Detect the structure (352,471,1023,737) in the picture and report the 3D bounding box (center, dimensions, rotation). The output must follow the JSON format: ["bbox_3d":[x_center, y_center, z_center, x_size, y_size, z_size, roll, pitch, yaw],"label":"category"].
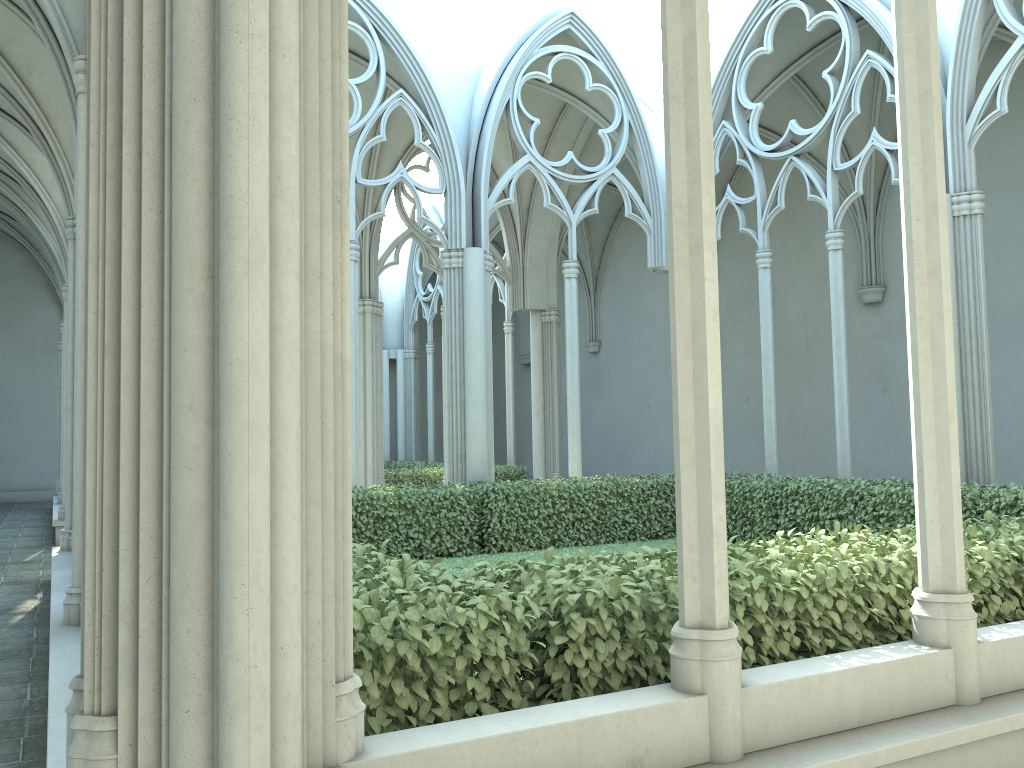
[{"bbox_3d":[1.037,1.454,8.116,7.995,0.963,8.018,1,-4,-27],"label":"structure"}]

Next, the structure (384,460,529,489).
[{"bbox_3d":[-4.939,2.294,19.704,7.995,0.963,8.018,1,-4,-27],"label":"structure"}]
